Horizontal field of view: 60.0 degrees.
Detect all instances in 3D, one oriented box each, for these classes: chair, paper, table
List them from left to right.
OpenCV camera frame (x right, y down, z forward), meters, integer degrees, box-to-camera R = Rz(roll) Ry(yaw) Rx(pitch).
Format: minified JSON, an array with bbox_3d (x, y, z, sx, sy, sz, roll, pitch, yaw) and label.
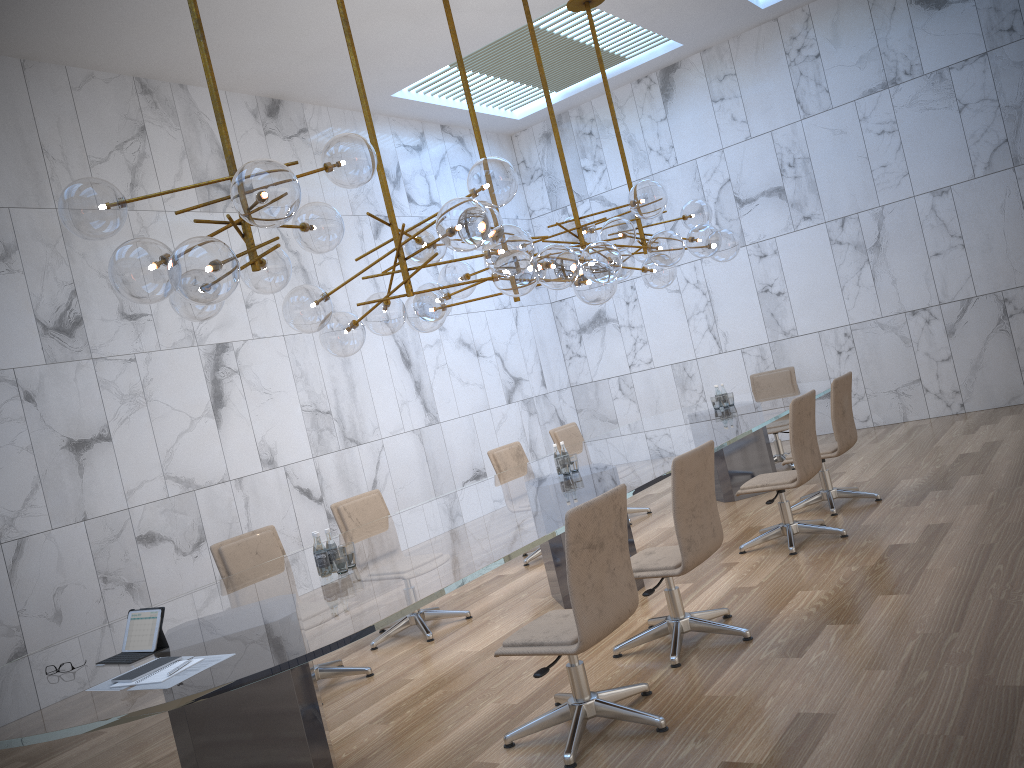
[{"bbox_3d":[-1.323,1.027,3.146,0.210,0.001,0.290,-13,0,33],"label":"paper"},{"bbox_3d":[-1.310,1.023,3.145,0.210,0.001,0.290,-13,0,34],"label":"paper"},{"bbox_3d":[-1.121,0.978,3.018,0.210,0.001,0.290,-13,0,29],"label":"paper"},{"bbox_3d":[-1.120,0.979,3.018,0.210,0.001,0.290,-13,0,30],"label":"paper"},{"bbox_3d":[-1.120,0.979,3.018,0.210,0.001,0.290,-13,0,28],"label":"paper"},{"bbox_3d":[-1.348,1.374,5.377,0.697,1.000,0.726,-13,0,35],"label":"chair"},{"bbox_3d":[-0.788,1.238,6.180,0.697,1.000,0.726,-13,0,35],"label":"chair"},{"bbox_3d":[0.258,0.982,7.680,0.697,1.000,0.726,-13,0,35],"label":"chair"},{"bbox_3d":[0.249,0.999,3.826,0.697,1.000,0.726,-13,0,36],"label":"chair"},{"bbox_3d":[0.480,1.014,6.060,2.092,0.835,7.924,-13,0,36],"label":"table"},{"bbox_3d":[0.824,0.843,8.492,0.697,1.000,0.726,-13,0,35],"label":"chair"},{"bbox_3d":[0.815,0.861,4.638,0.697,1.000,0.726,-13,0,36],"label":"chair"},{"bbox_3d":[2.759,0.378,9.355,0.726,1.000,0.697,-13,0,36],"label":"chair"},{"bbox_3d":[1.863,0.605,6.141,0.697,1.000,0.726,-13,0,36],"label":"chair"},{"bbox_3d":[2.426,0.467,6.948,0.697,1.000,0.726,-13,0,36],"label":"chair"}]

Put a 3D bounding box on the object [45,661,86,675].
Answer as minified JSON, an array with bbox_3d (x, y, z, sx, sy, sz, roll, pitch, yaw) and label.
[{"bbox_3d":[-1.766,1.112,3.510,0.134,0.037,0.096,-13,0,14],"label":"object"}]

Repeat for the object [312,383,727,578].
[{"bbox_3d":[0.529,0.463,6.328,0.124,0.213,5.189,-13,0,36],"label":"object"}]

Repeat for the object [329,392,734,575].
[{"bbox_3d":[0.571,0.502,6.289,0.183,0.117,5.112,-13,0,36],"label":"object"}]

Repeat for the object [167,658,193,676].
[{"bbox_3d":[-1.141,0.972,3.055,0.011,0.011,0.158,-13,0,11],"label":"object"}]

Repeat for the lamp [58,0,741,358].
[{"bbox_3d":[-0.242,-1.704,5.953,1.557,2.716,5.672,-13,0,36],"label":"lamp"}]

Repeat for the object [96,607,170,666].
[{"bbox_3d":[-1.499,0.987,3.466,0.255,0.159,0.205,-13,0,36],"label":"object"}]

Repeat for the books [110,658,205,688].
[{"bbox_3d":[-1.227,0.999,3.073,0.239,0.012,0.205,-13,0,23],"label":"books"}]

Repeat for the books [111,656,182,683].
[{"bbox_3d":[-1.291,1.009,3.137,0.126,0.012,0.205,-13,0,33],"label":"books"}]

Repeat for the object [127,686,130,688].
[{"bbox_3d":[-1.310,1.024,3.145,0.210,0.001,0.290,-13,0,33],"label":"object"}]
